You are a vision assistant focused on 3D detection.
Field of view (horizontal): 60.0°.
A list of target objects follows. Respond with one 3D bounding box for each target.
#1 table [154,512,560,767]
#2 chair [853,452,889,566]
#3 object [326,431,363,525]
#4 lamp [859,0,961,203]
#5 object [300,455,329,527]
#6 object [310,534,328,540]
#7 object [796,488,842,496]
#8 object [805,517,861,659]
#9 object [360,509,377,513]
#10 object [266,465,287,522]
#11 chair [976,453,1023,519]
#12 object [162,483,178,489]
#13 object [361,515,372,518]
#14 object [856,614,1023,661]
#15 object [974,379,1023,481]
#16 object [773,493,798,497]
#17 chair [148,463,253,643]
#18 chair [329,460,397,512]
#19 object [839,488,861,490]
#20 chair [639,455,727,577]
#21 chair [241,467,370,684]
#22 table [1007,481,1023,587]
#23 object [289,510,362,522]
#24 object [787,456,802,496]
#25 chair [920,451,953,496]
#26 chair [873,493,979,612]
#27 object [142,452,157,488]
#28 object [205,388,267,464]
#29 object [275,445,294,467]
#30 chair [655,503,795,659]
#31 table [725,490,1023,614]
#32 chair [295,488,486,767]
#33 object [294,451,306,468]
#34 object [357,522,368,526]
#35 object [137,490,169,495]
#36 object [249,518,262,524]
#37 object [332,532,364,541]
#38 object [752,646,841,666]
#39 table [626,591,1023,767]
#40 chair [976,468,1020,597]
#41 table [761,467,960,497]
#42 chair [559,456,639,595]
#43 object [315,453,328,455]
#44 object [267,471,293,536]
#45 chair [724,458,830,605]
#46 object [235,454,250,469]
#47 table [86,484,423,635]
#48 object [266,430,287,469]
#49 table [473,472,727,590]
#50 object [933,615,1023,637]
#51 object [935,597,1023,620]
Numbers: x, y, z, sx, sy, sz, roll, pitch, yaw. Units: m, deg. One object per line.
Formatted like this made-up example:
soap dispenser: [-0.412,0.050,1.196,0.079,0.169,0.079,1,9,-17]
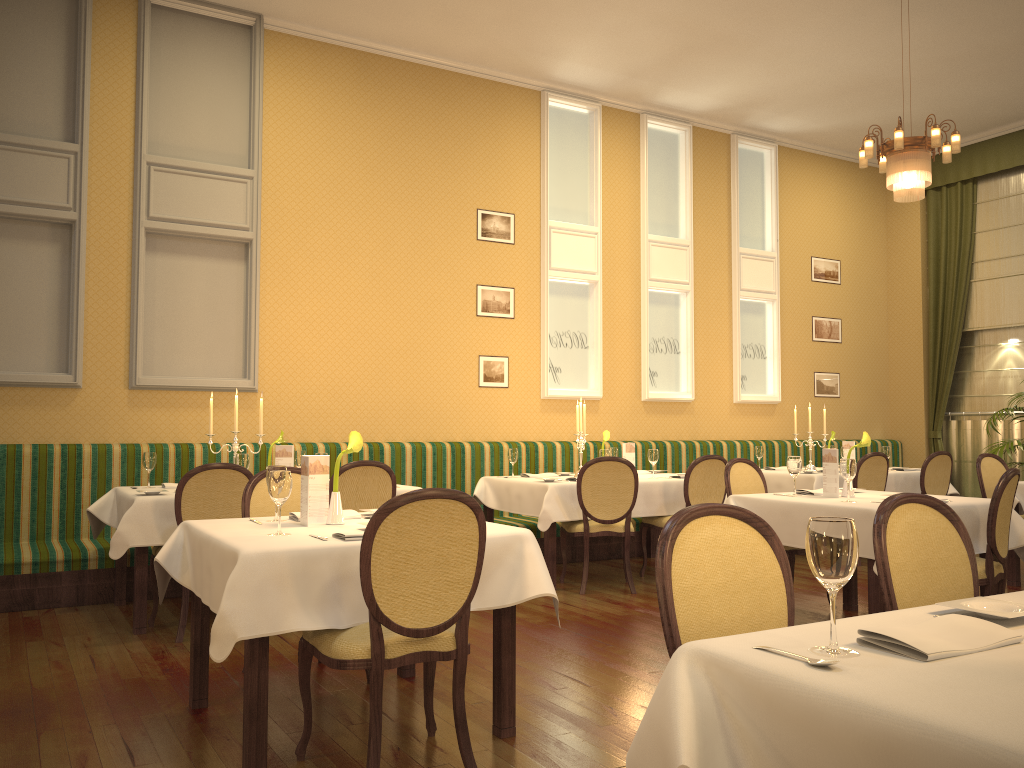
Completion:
table: [-0.621,0.934,3.469,1.395,0.759,1.389,2,-3,-28]
chair: [2.947,1.064,7.718,0.530,0.955,0.571,2,-3,-30]
object: [-0.672,0.374,3.540,0.163,0.375,0.076,-2,-4,37]
lamp: [2.680,-2.145,6.024,0.593,1.796,0.593,2,-3,-32]
object: [-0.810,0.426,3.557,0.081,0.277,0.166,-1,-3,16]
object: [-0.682,0.535,3.112,0.017,0.010,0.185,2,-3,-30]
object: [1.840,0.643,5.286,0.273,0.033,0.142,2,-3,-30]
object: [0.553,0.347,1.530,0.088,0.229,0.088,-1,-3,18]
object: [-0.575,0.571,3.927,0.160,0.024,0.160,2,-3,-30]
object: [-0.976,0.454,3.678,0.088,0.229,0.088,-1,-3,18]
chair: [4.000,1.028,6.954,0.530,0.955,0.571,2,-3,-30]
object: [-2.120,0.658,5.761,0.273,0.033,0.142,2,-3,-30]
object: [-0.641,0.570,3.835,0.038,0.015,0.181,2,-3,-29]
object: [0.767,0.452,1.587,0.273,0.033,0.142,2,-3,-30]
object: [5.381,0.691,8.510,1.496,1.807,1.552,-2,-4,41]
object: [1.588,0.644,5.144,0.017,0.010,0.185,2,-3,-29]
chair: [-1.731,0.915,5.017,0.530,0.955,0.571,2,-3,-30]
chair: [-1.006,0.938,5.434,0.530,0.955,0.571,2,-3,-30]
object: [2.057,0.654,5.447,0.160,0.024,0.160,2,-3,-30]
chair: [1.341,1.013,6.789,0.530,0.955,0.571,2,-3,-30]
chair: [-0.968,0.869,4.085,0.530,0.955,0.571,2,-3,-30]
table: [4.347,1.093,6.338,1.395,0.759,1.389,2,-3,-28]
object: [-0.793,0.559,3.766,0.273,0.033,0.142,2,-3,-30]
object: [1.656,0.537,5.198,0.088,0.229,0.088,0,-3,12]
chair: [3.692,1.086,8.111,0.530,0.955,0.571,2,-3,-30]
chair: [1.308,0.787,2.364,0.530,0.955,0.571,2,-3,-30]
object: [-2.333,0.554,5.704,0.088,0.229,0.088,-1,-3,18]
object: [-1.794,0.349,5.755,0.390,0.655,0.131,1,-3,-11]
object: [-1.506,0.536,5.751,0.166,0.277,0.081,-2,-3,31]
chair: [0.639,0.765,1.978,0.530,0.955,0.571,2,-3,-30]
table: [2.011,1.018,4.990,1.395,0.759,1.389,2,-3,-28]
chair: [-0.391,0.815,2.986,0.530,0.955,0.571,2,-3,-30]
object: [-1.482,0.581,6.191,0.088,0.229,0.088,-1,-3,18]
object: [-0.488,0.542,3.365,0.160,0.024,0.160,2,-3,-30]
object: [-2.070,0.627,5.104,0.160,0.024,0.160,2,-3,-30]
object: [-1.045,0.560,3.624,0.017,0.010,0.185,2,-3,-29]
object: [-0.485,0.532,3.149,0.273,0.024,0.142,2,-3,-30]
object: [0.474,0.452,1.485,0.038,0.015,0.181,2,-3,-29]
table: [1.348,0.841,1.555,2.152,0.759,1.385,2,-3,-30]
chair: [2.269,0.899,4.520,0.571,0.955,0.530,-2,-4,40]
table: [3.140,1.197,8.430,2.152,0.759,1.385,2,-3,-30]
chair: [0.638,0.990,6.378,0.530,0.955,0.571,0,-3,-5]
object: [-1.207,0.552,5.616,0.088,0.229,0.088,-1,-3,18]
object: [-0.840,0.430,3.207,0.088,0.229,0.088,-1,-3,18]
chair: [1.670,0.954,5.612,0.530,0.955,0.571,3,-4,-40]
object: [-1.637,0.539,5.379,0.088,0.229,0.088,-1,-3,18]
table: [-1.538,1.048,5.729,2.152,0.759,1.385,2,-3,-30]
object: [-1.588,0.494,5.936,0.076,0.375,0.163,-2,-4,42]
table: [0.803,1.122,7.081,2.152,0.759,1.385,2,-3,-30]
object: [0.899,0.467,1.710,0.017,0.010,0.185,2,-3,-29]
object: [0.985,0.466,1.812,0.160,0.024,0.160,2,-3,-30]
